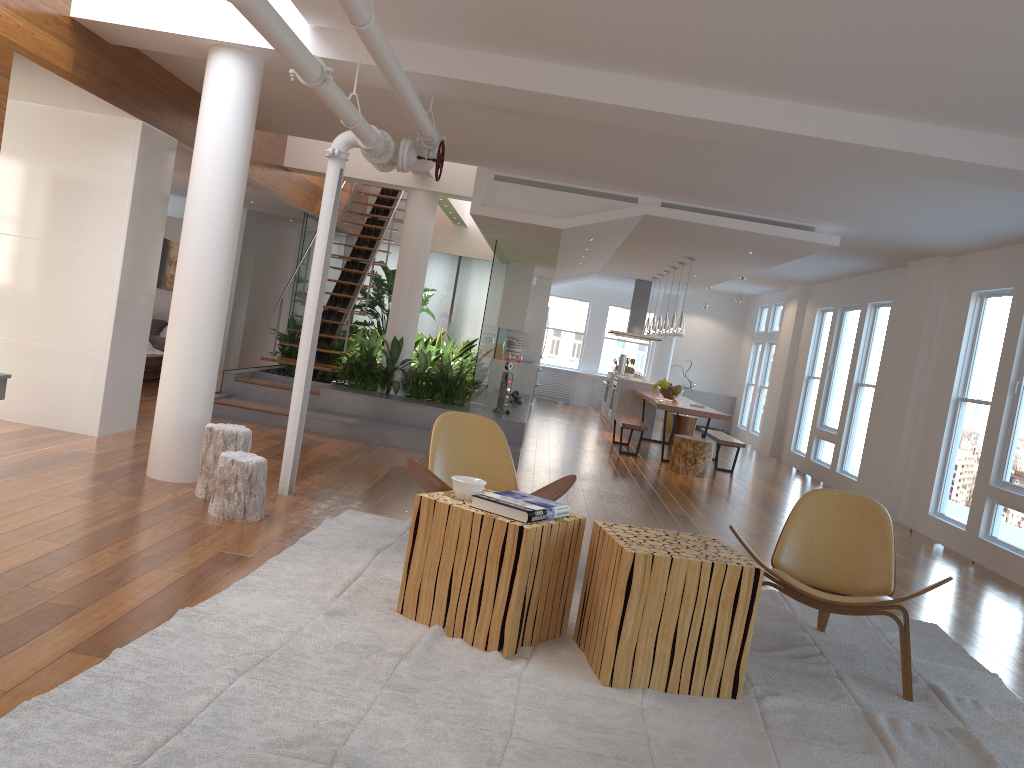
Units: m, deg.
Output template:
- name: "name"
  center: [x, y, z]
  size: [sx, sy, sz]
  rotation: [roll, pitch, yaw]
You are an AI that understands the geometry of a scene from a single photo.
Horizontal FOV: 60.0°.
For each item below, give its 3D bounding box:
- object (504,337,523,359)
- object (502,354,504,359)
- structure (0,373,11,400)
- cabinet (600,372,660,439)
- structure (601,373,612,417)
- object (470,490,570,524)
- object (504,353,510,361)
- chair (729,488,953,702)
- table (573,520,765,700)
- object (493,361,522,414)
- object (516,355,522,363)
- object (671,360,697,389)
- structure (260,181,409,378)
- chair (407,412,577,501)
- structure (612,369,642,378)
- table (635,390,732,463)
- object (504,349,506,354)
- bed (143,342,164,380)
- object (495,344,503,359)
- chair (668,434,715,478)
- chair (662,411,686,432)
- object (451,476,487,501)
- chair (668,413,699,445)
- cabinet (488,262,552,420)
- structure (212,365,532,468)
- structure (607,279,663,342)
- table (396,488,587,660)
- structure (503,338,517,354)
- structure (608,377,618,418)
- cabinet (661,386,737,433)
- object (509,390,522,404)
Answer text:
- name: "object"
  center: [0.026, -0.606, 14.990]
  size: [0.267, 0.356, 0.266]
  rotation: [11, 4, 27]
- name: "object"
  center: [-0.174, -0.488, 13.951]
  size: [0.100, 0.170, 0.173]
  rotation: [10, 3, 3]
- name: "structure"
  center: [-3.318, -0.306, 4.473]
  size: [0.844, 0.737, 1.382]
  rotation: [10, 3, 2]
- name: "cabinet"
  center: [1.932, 0.305, 14.824]
  size: [0.597, 0.832, 2.936]
  rotation: [10, 3, 2]
- name: "structure"
  center: [1.930, 0.226, 15.730]
  size: [0.649, 0.735, 0.890]
  rotation: [10, 3, 2]
- name: "object"
  center: [0.037, 0.503, 3.641]
  size: [0.279, 0.048, 0.334]
  rotation: [12, 4, 33]
- name: "object"
  center: [-0.073, -0.411, 13.431]
  size: [0.094, 0.106, 0.094]
  rotation: [10, 3, 7]
- name: "chair"
  center: [1.496, 0.914, 4.009]
  size: [0.867, 0.752, 0.856]
  rotation: [7, 4, -38]
- name: "table"
  center: [0.605, 0.900, 3.556]
  size: [0.548, 0.534, 0.489]
  rotation: [9, 3, -10]
- name: "object"
  center: [-0.012, 0.046, 9.507]
  size: [0.318, 0.565, 0.134]
  rotation: [12, 4, 38]
- name: "object"
  center: [0.105, -0.378, 13.379]
  size: [0.094, 0.106, 0.094]
  rotation: [10, 3, 7]
- name: "object"
  center: [3.389, -0.202, 17.356]
  size: [0.590, 0.563, 0.210]
  rotation: [8, 4, -27]
- name: "structure"
  center: [-1.167, -1.916, 11.657]
  size: [2.552, 4.265, 4.591]
  rotation: [10, 3, 2]
- name: "chair"
  center: [-0.104, 0.598, 4.772]
  size: [0.856, 0.752, 0.867]
  rotation: [10, 3, 7]
- name: "structure"
  center: [2.043, -0.186, 15.716]
  size: [0.520, 0.073, 0.650]
  rotation: [10, 3, 2]
- name: "table"
  center: [2.198, 0.496, 13.425]
  size: [0.893, 0.704, 5.996]
  rotation: [10, 3, 2]
- name: "object"
  center: [-0.007, -0.551, 15.381]
  size: [0.265, 0.196, 0.284]
  rotation: [13, 5, 44]
- name: "bed"
  center: [-5.224, -0.500, 9.840]
  size: [2.314, 0.595, 2.207]
  rotation: [10, 3, 2]
- name: "object"
  center: [-0.193, -0.502, 13.702]
  size: [0.104, 0.222, 0.200]
  rotation: [10, 3, 2]
- name: "chair"
  center: [2.046, 0.816, 10.097]
  size: [0.460, 0.400, 0.460]
  rotation: [10, 3, 12]
- name: "chair"
  center: [2.847, 0.624, 15.498]
  size: [0.344, 0.430, 0.549]
  rotation: [10, 3, 6]
- name: "object"
  center: [-0.187, 0.443, 3.730]
  size: [0.152, 0.082, 0.152]
  rotation: [7, 4, -38]
- name: "chair"
  center: [2.561, 0.697, 13.293]
  size: [0.396, 0.455, 0.402]
  rotation: [9, 3, -8]
- name: "cabinet"
  center: [0.180, -0.748, 15.428]
  size: [0.676, 2.280, 4.565]
  rotation: [10, 3, 2]
- name: "structure"
  center: [-1.332, 0.207, 11.108]
  size: [3.088, 0.386, 5.584]
  rotation: [10, 3, 2]
- name: "structure"
  center: [2.267, -1.494, 15.613]
  size: [0.909, 1.405, 0.900]
  rotation: [10, 3, 2]
- name: "table"
  center: [-0.083, 0.773, 3.723]
  size: [0.548, 0.534, 0.489]
  rotation: [12, 4, 32]
- name: "structure"
  center: [-0.067, -0.493, 14.444]
  size: [0.248, 0.536, 0.115]
  rotation: [10, 3, 2]
- name: "structure"
  center: [1.640, 0.214, 14.326]
  size: [0.072, 0.648, 0.644]
  rotation: [10, 3, 2]
- name: "cabinet"
  center: [3.661, 0.495, 17.426]
  size: [1.309, 0.725, 0.420]
  rotation: [10, 3, 2]
- name: "object"
  center: [0.034, 0.159, 11.231]
  size: [0.216, 0.155, 0.181]
  rotation: [7, 4, -34]
